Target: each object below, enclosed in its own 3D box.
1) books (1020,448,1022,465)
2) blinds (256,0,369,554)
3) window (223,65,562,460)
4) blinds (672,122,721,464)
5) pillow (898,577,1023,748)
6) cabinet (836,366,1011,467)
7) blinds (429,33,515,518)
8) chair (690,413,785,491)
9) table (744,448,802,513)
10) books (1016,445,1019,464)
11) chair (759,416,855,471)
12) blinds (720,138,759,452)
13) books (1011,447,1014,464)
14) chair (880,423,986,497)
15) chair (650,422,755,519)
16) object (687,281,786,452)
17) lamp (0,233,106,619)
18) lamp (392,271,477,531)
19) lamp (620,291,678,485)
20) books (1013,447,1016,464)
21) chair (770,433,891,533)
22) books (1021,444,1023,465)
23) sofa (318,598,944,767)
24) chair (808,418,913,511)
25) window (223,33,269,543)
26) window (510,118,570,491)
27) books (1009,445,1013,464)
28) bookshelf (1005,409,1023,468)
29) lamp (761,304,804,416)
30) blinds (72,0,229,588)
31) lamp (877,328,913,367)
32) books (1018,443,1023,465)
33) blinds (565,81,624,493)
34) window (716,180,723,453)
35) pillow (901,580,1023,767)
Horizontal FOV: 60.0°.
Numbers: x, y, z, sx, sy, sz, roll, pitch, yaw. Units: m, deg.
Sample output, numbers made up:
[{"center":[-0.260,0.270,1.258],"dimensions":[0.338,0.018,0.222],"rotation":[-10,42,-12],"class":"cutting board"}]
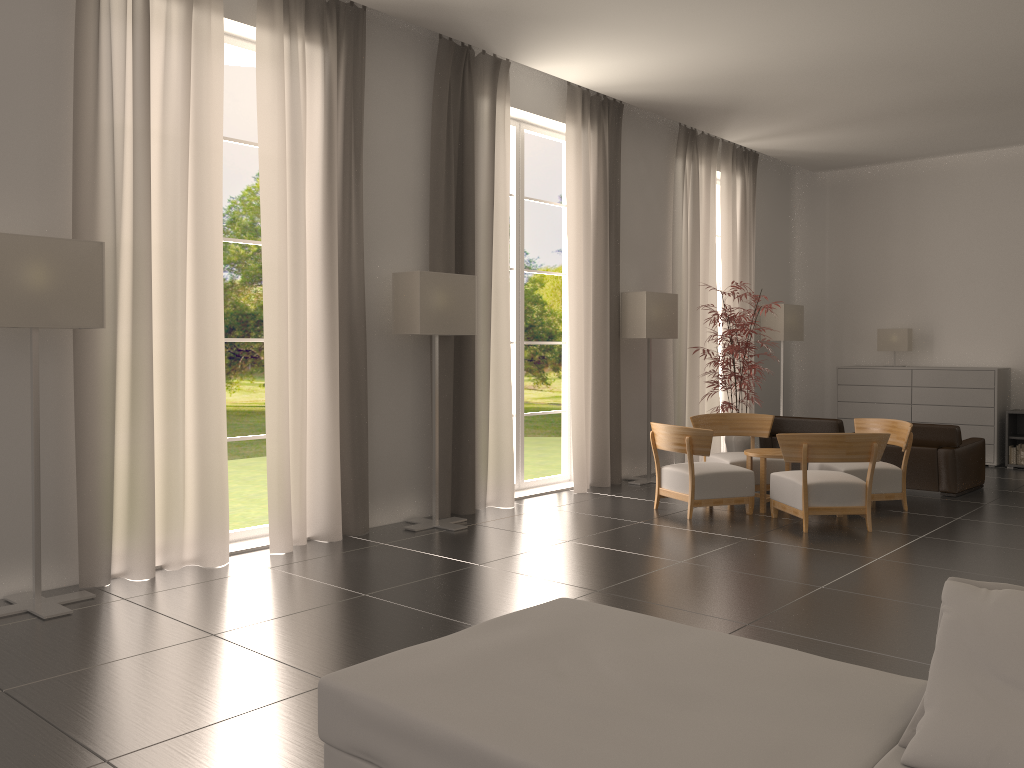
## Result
[{"center":[9.616,1.360,16.710],"dimensions":[0.017,0.302,0.215],"rotation":[1,2,41],"class":"books"},{"center":[-2.266,-1.383,10.224],"dimensions":[0.417,6.429,1.550],"rotation":[1,1,38],"class":"blinds"},{"center":[14.827,-3.781,13.679],"dimensions":[99.142,20.573,48.637],"rotation":[2,3,41],"class":"window"},{"center":[3.464,-1.633,16.736],"dimensions":[1.550,6.429,0.415],"rotation":[-1,2,-45],"class":"blinds"},{"center":[1.956,1.086,3.193],"dimensions":[0.919,0.577,0.549],"rotation":[2,2,41],"class":"pillow"},{"center":[8.364,0.591,18.182],"dimensions":[3.081,1.875,1.040],"rotation":[2,2,41],"class":"cabinet"},{"center":[-0.544,-1.458,12.182],"dimensions":[1.550,6.429,0.415],"rotation":[-1,2,-45],"class":"blinds"},{"center":[3.516,1.093,13.571],"dimensions":[1.452,1.226,1.151],"rotation":[0,2,-14],"class":"chair"},{"center":[3.701,1.349,12.430],"dimensions":[0.870,0.803,0.870],"rotation":[-1,2,-26],"class":"table"},{"center":[9.573,1.331,16.751],"dimensions":[0.039,0.358,0.210],"rotation":[1,2,41],"class":"books"},{"center":[5.261,1.087,15.461],"dimensions":[1.538,1.075,1.500],"rotation":[2,2,41],"class":"chair"},{"center":[4.584,-1.682,18.006],"dimensions":[0.417,6.429,1.550],"rotation":[1,1,38],"class":"blinds"},{"center":[9.503,1.355,16.803],"dimensions":[0.048,0.305,0.226],"rotation":[1,2,41],"class":"books"},{"center":[6.602,1.134,14.281],"dimensions":[1.538,1.075,1.500],"rotation":[2,2,41],"class":"chair"},{"center":[2.572,1.146,12.205],"dimensions":[1.151,1.226,1.452],"rotation":[-1,2,-24],"class":"chair"},{"center":[3.742,-0.044,15.030],"dimensions":[1.489,3.396,1.771],"rotation":[1,2,26],"class":"object"},{"center":[-4.115,0.342,7.654],"dimensions":[0.908,3.177,1.000],"rotation":[1,2,41],"class":"lamp"},{"center":[-0.969,0.205,11.227],"dimensions":[0.908,3.177,1.000],"rotation":[1,2,41],"class":"lamp"},{"center":[2.319,0.061,14.962],"dimensions":[0.908,3.177,1.000],"rotation":[1,2,41],"class":"lamp"},{"center":[9.530,1.353,16.765],"dimensions":[0.039,0.312,0.246],"rotation":[1,2,41],"class":"books"},{"center":[3.960,1.182,11.271],"dimensions":[1.452,1.226,1.151],"rotation":[0,2,-4],"class":"chair"},{"center":[9.633,1.321,16.683],"dimensions":[0.039,0.384,0.232],"rotation":[1,2,41],"class":"books"},{"center":[0.538,1.564,1.449],"dimensions":[5.526,1.204,5.606],"rotation":[2,3,41],"class":"sofa"},{"center":[4.981,1.130,12.638],"dimensions":[1.151,1.226,1.452],"rotation":[0,2,-9],"class":"chair"},{"center":[-3.412,-1.059,9.852],"dimensions":[0.110,5.748,2.644],"rotation":[1,2,41],"class":"window"},{"center":[0.081,-1.212,13.820],"dimensions":[0.110,5.748,2.644],"rotation":[1,2,41],"class":"window"},{"center":[9.466,1.338,16.816],"dimensions":[0.022,0.338,0.253],"rotation":[1,2,41],"class":"books"},{"center":[10.702,1.079,15.967],"dimensions":[3.081,1.079,0.740],"rotation":[2,2,41],"class":"bookshelf"},{"center":[5.753,-0.089,18.864],"dimensions":[0.908,3.177,1.000],"rotation":[1,2,41],"class":"lamp"},{"center":[-3.543,-1.327,8.776],"dimensions":[1.550,6.429,0.415],"rotation":[-1,2,-45],"class":"blinds"},{"center":[8.057,-0.764,18.669],"dimensions":[0.619,0.795,0.309],"rotation":[1,2,41],"class":"lamp"},{"center":[9.596,1.318,16.724],"dimensions":[0.029,0.385,0.219],"rotation":[1,2,41],"class":"books"},{"center":[1.329,-1.540,14.308],"dimensions":[0.417,6.429,1.550],"rotation":[1,1,38],"class":"blinds"},{"center":[3.574,-1.364,17.788],"dimensions":[0.110,5.748,2.644],"rotation":[1,2,41],"class":"window"},{"center":[1.861,1.069,3.089],"dimensions":[0.802,0.598,0.585],"rotation":[2,2,41],"class":"pillow"}]
